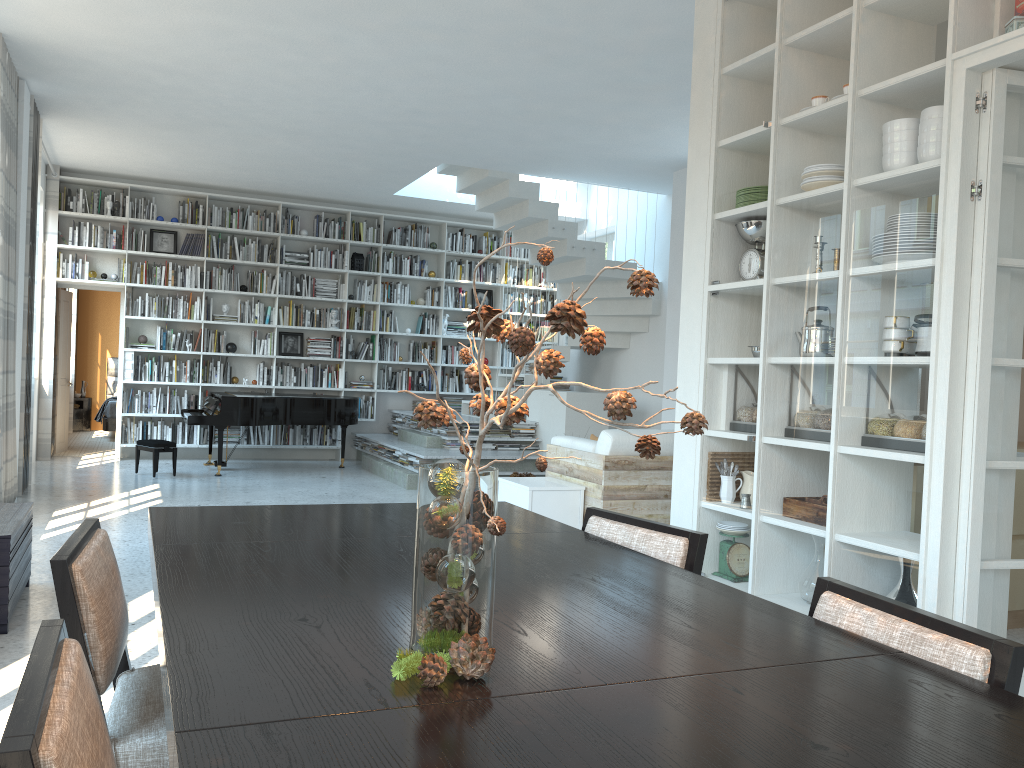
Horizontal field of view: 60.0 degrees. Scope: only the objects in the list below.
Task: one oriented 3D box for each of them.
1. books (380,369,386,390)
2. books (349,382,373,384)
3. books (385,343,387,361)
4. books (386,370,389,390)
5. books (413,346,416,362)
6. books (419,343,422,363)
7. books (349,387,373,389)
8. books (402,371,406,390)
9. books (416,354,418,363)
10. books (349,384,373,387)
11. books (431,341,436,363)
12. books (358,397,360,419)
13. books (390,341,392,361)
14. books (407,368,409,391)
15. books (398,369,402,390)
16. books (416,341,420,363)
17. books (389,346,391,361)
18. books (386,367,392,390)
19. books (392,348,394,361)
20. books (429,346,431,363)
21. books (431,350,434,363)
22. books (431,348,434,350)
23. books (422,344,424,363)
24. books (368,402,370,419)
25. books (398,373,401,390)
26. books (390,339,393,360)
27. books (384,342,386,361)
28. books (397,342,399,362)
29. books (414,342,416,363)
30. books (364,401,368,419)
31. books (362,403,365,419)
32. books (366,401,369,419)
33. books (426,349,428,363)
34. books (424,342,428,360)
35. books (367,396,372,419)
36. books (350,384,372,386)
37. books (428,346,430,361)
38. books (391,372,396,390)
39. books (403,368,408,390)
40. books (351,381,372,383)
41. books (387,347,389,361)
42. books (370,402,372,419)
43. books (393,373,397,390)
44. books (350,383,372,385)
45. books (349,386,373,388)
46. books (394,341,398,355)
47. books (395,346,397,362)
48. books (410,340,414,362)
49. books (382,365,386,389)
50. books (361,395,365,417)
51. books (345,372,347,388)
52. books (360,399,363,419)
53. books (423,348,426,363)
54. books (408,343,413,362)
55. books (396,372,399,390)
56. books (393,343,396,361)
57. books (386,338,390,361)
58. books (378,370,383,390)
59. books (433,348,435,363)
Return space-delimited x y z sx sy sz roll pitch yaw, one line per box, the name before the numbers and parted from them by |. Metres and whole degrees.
books | -1.667 -0.060 11.404 0.023 0.262 0.186 2 1 -23
books | -1.919 -0.017 11.261 0.285 0.012 0.159 2 0 -19
books | -1.638 -0.407 11.404 0.011 0.226 0.188 2 1 -23
books | -1.624 -0.055 11.425 0.023 0.256 0.178 2 1 -23
books | -1.292 -0.388 11.561 0.016 0.216 0.177 2 1 -23
books | -1.211 -0.402 11.588 0.018 0.251 0.184 2 1 -23
books | -1.921 0.055 11.260 0.285 0.012 0.159 2 0 -20
books | -1.426 -0.045 11.519 0.025 0.252 0.181 2 1 -23
books | -1.262 -0.384 11.610 0.031 0.208 0.122 2 1 -23
books | -1.919 0.019 11.260 0.285 0.012 0.159 2 0 -20
books | -1.034 -0.417 11.669 0.007 0.295 0.162 2 1 -23
books | -1.945 0.302 11.220 0.005 0.264 0.162 2 1 -23
books | -1.577 -0.425 11.441 0.012 0.267 0.183 2 1 -23
books | -1.372 -0.063 11.537 0.012 0.293 0.175 2 1 -23
books | -1.459 -0.054 11.516 0.014 0.268 0.171 2 1 -23
books | -1.233 -0.421 11.607 0.007 0.285 0.159 2 1 -23
books | -1.594 -0.394 11.448 0.013 0.203 0.167 2 1 -23
books | -1.599 -0.073 11.434 0.030 0.294 0.188 2 1 -23
books | -1.557 -0.380 11.467 0.013 0.179 0.140 2 1 -23
books | -1.096 -0.388 11.661 0.021 0.232 0.155 2 1 -23
books | -1.069 -0.361 11.645 0.016 0.180 0.189 2 1 -23
books | -1.065 -0.374 11.676 0.016 0.205 0.141 2 1 -23
books | -1.190 -0.398 11.630 0.030 0.244 0.135 2 1 -23
books | -1.832 0.333 11.253 0.011 0.212 0.178 2 1 -23
books | -1.478 -0.035 11.511 0.024 0.228 0.159 2 1 -23
books | -1.564 -0.434 11.464 0.006 0.285 0.159 2 1 -23
books | -1.652 -0.419 11.408 0.013 0.249 0.165 2 1 -23
books | -1.495 -0.414 11.486 0.013 0.251 0.172 2 1 -23
books | -1.282 -0.411 11.579 0.015 0.262 0.149 2 1 -23
books | -1.859 0.325 11.241 0.026 0.225 0.175 2 1 -23
books | -1.888 0.335 11.256 0.013 0.202 0.139 2 1 -23
books | -1.849 0.325 11.263 0.012 0.225 0.149 2 1 -23
books | -1.145 -0.366 11.624 0.019 0.183 0.190 2 1 -23
books | -1.133 -0.411 11.631 0.006 0.274 0.172 2 1 -23
books | -1.818 0.297 11.265 0.021 0.285 0.172 2 1 -23
books | -1.920 0.007 11.263 0.254 0.012 0.161 2 0 -18
books | -1.123 -0.388 11.635 0.018 0.229 0.181 2 1 -23
books | -1.553 -0.040 11.471 0.065 0.231 0.162 2 1 -23
books | -1.392 -0.060 11.552 0.012 0.285 0.159 2 1 -23
books | -1.916 -0.029 11.254 0.254 0.012 0.161 2 0 -14
books | -1.619 -0.386 11.421 0.013 0.186 0.183 2 1 -23
books | -1.810 0.304 11.292 0.015 0.271 0.157 2 1 -23
books | -1.518 -0.031 11.487 0.011 0.217 0.175 2 1 -23
books | -1.916 -0.005 11.253 0.254 0.012 0.161 2 0 -23
books | -1.922 0.043 11.265 0.285 0.012 0.159 2 0 -18
books | -1.507 -0.419 11.480 0.014 0.261 0.141 2 1 -23
books | -1.519 -0.393 11.471 0.014 0.207 0.180 2 1 -23
books | -1.316 -0.426 11.580 0.016 0.290 0.131 2 1 -23
books | -1.651 -0.086 11.411 0.010 0.316 0.186 2 1 -23
books | -1.907 0.285 11.248 0.032 0.300 0.149 2 1 -23
books | -2.120 -0.053 11.243 0.030 0.210 0.136 2 1 -23
books | -1.922 0.312 11.221 0.014 0.246 0.176 2 1 -23
books | -1.162 -0.372 11.621 0.015 0.195 0.175 2 1 -23
books | -1.327 -0.408 11.561 0.019 0.252 0.130 2 1 -23
books | -1.504 -0.039 11.504 0.029 0.235 0.142 2 1 -23
books | -1.533 -0.409 11.468 0.015 0.238 0.176 2 1 -23
books | -1.604 -0.441 11.424 0.014 0.297 0.175 2 1 -23
books | -1.691 -0.057 11.416 0.012 0.254 0.161 2 1 -23
books | -1.048 -0.372 11.673 0.013 0.204 0.158 2 1 -23
